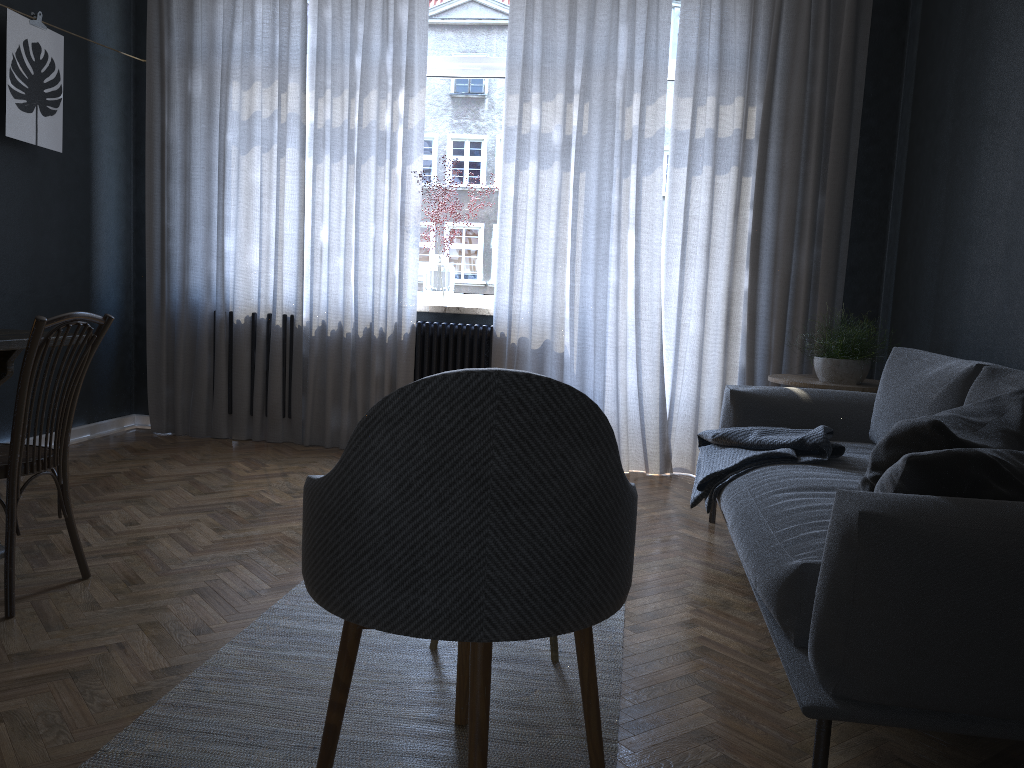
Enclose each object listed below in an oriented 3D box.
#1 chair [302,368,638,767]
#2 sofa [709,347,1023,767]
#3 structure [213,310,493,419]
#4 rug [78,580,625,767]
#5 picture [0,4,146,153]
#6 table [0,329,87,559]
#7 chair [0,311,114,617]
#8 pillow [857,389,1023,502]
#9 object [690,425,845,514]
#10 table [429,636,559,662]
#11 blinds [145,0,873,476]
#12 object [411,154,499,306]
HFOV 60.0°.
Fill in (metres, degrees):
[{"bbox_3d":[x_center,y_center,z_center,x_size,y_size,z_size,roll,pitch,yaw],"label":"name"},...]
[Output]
[{"bbox_3d":[-0.057,0.355,1.641,0.645,0.812,0.494,1,7,-14],"label":"chair"},{"bbox_3d":[1.138,0.322,2.622,0.970,0.799,2.336,4,6,7],"label":"sofa"},{"bbox_3d":[-0.862,-0.082,5.131,1.846,0.601,0.215,4,7,8],"label":"structure"},{"bbox_3d":[-0.190,0.670,2.503,1.003,0.013,2.008,4,6,8],"label":"rug"},{"bbox_3d":[-2.443,-1.295,3.016,0.058,0.772,4.450,4,6,8],"label":"picture"},{"bbox_3d":[-2.065,0.235,2.261,1.126,0.729,1.602,4,6,8],"label":"table"},{"bbox_3d":[-1.430,0.194,2.509,0.467,0.821,0.362,4,7,8],"label":"chair"},{"bbox_3d":[1.005,0.200,1.996,0.442,0.362,0.796,6,7,26],"label":"pillow"},{"bbox_3d":[0.916,0.272,3.234,0.490,0.330,0.665,4,6,13],"label":"object"},{"bbox_3d":[0.013,0.397,2.581,0.339,0.551,0.786,4,6,8],"label":"table"},{"bbox_3d":[-0.138,-0.981,4.862,3.992,2.794,0.312,4,7,8],"label":"blinds"},{"bbox_3d":[-0.379,-0.850,5.003,0.514,0.811,0.598,1,7,-18],"label":"object"}]
